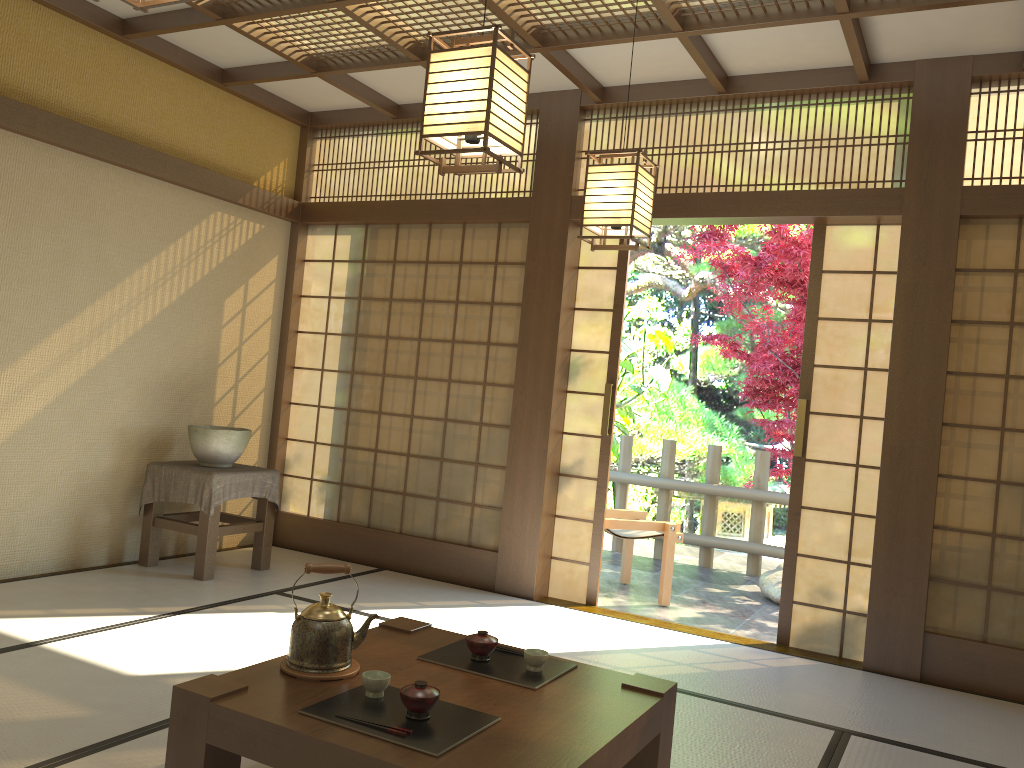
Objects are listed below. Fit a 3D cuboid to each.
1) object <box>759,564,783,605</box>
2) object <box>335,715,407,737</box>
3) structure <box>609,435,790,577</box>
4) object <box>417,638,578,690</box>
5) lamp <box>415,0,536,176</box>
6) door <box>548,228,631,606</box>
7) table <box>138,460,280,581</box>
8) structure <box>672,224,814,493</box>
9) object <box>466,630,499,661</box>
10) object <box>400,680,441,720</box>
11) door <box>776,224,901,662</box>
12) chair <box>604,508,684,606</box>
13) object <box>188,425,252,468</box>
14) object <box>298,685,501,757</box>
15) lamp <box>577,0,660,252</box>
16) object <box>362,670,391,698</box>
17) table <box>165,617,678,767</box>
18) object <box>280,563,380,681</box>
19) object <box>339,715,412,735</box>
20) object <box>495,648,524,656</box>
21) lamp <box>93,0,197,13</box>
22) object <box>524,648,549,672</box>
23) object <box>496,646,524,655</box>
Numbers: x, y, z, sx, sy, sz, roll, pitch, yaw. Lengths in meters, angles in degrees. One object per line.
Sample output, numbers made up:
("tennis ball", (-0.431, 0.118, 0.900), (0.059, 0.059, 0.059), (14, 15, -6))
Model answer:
("object", (2.424, 1.468, 6.342), (1.260, 0.276, 1.147), (5, -1, 23))
("object", (-0.334, 0.800, 2.084), (0.200, 0.008, 0.008), (5, -1, 26))
("structure", (2.763, 1.167, 6.916), (7.456, 1.136, 0.245), (5, -1, 28))
("object", (-0.041, 0.846, 2.701), (0.400, 0.007, 0.300), (5, -1, 28))
("lamp", (-0.069, -1.168, 2.570), (0.240, 1.129, 0.240), (5, -1, 28))
("door", (-0.249, 0.121, 5.609), (1.894, 2.380, 0.073), (5, -1, 28))
("table", (-1.764, 0.771, 5.173), (0.633, 0.595, 0.629), (5, -1, 27))
("structure", (2.576, -0.229, 8.043), (3.045, 4.004, 3.412), (6, -1, -30))
("object", (-0.092, 0.794, 2.699), (0.100, 0.080, 0.100), (5, -1, 28))
("object", (-0.227, 0.772, 2.176), (0.100, 0.080, 0.100), (5, -1, 28))
("door", (2.331, 0.342, 4.253), (1.894, 2.380, 0.073), (5, -1, 28))
("chair", (0.682, 1.120, 6.046), (0.704, 0.598, 0.698), (6, -1, -16))
("object", (-1.714, 0.366, 5.174), (0.358, 0.230, 0.357), (5, -1, -3))
("object", (-0.272, 0.815, 2.182), (0.400, 0.007, 0.300), (5, -1, 28))
("lamp", (0.467, -1.099, 3.602), (0.240, 1.129, 0.240), (5, -1, 28))
("object", (-0.353, 0.780, 2.298), (0.073, 0.052, 0.074), (6, -1, -19))
("table", (-0.194, 0.996, 2.427), (1.000, 0.350, 1.000), (5, -1, 28))
("object", (-0.522, 0.651, 2.491), (0.219, 0.296, 0.226), (5, -1, 22))
("object", (-0.326, 0.801, 2.094), (0.200, 0.008, 0.008), (5, -1, 21))
("object", (-0.033, 0.841, 2.805), (0.200, 0.008, 0.008), (5, -1, 24))
("lamp", (-0.606, -1.236, 1.538), (0.240, 1.129, 0.240), (5, -1, 28))
("object", (0.070, 0.826, 2.647), (0.073, 0.052, 0.074), (6, -1, -19))
("object", (-0.024, 0.842, 2.820), (0.200, 0.008, 0.008), (5, -1, 28))
